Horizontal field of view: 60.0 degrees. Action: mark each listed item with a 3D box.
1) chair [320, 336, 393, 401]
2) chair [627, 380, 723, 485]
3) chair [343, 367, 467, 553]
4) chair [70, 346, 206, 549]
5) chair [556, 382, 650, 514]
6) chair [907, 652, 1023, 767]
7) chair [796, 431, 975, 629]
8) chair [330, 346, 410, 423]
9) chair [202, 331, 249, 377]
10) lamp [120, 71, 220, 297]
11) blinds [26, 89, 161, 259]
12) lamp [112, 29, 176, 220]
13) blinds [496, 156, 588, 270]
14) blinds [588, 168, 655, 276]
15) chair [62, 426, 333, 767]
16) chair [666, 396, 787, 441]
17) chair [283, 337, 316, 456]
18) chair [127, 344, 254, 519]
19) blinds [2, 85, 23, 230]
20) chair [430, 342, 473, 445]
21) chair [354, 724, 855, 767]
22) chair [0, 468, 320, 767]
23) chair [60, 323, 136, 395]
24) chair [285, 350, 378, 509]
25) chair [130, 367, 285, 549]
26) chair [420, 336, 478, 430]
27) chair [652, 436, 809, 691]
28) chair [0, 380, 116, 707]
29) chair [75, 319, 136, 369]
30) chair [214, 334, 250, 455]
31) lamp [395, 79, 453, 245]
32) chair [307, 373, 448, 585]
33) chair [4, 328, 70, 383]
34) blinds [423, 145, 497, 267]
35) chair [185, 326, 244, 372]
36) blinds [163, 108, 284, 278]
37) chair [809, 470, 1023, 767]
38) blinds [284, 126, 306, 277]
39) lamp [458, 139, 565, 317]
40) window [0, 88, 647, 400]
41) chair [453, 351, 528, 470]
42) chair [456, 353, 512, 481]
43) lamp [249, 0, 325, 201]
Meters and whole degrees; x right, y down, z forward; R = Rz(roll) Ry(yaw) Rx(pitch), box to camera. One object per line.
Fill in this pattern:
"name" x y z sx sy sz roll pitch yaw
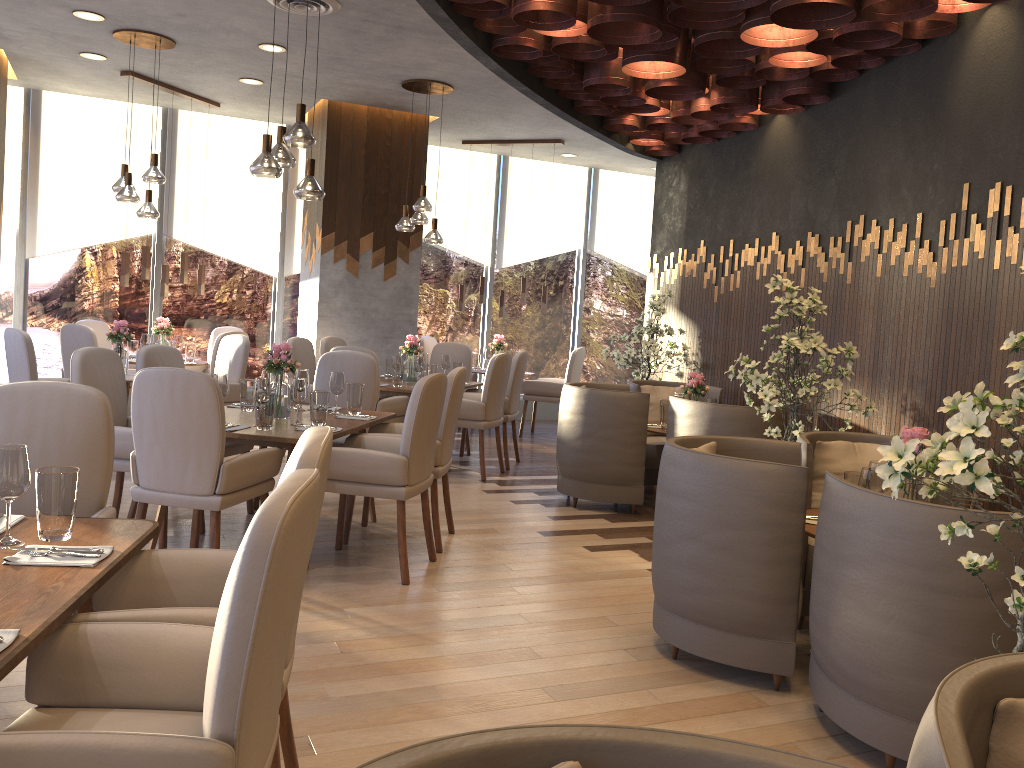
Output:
"chair" -1.440 0.083 8.095 0.600 0.999 0.529 5 3 19
"chair" 1.202 0.411 7.055 0.774 0.836 0.596 3 3 -14
"chair" -0.585 0.381 5.007 0.600 0.999 0.529 4 3 5
"chair" -1.978 0.321 4.672 0.600 0.999 0.529 4 3 7
"chair" 0.617 0.432 6.331 0.595 0.836 0.776 3 4 -4
"chair" 0.866 0.859 1.138 0.775 0.836 0.596 5 3 16
"chair" 1.630 0.673 4.091 0.774 0.836 0.596 4 3 6
"chair" -1.124 0.203 6.836 0.528 0.999 0.600 5 3 19
"chair" -2.761 0.001 8.084 0.600 0.999 0.528 5 3 22
"lamp" -3.196 -1.777 8.258 0.118 1.928 1.162 5 3 21
"blinds" -4.162 -2.544 8.888 1.173 2.677 0.007 2 3 -24
"lamp" -2.797 -1.929 6.681 0.439 1.324 0.440 3 3 -17
"blinds" 0.423 -2.700 10.914 1.173 2.677 0.007 2 3 -24
"blinds" 1.562 -2.669 11.422 1.173 2.677 0.007 2 3 -24
"chair" -0.769 0.594 2.171 0.599 0.999 0.529 3 3 -12
"chair" 1.407 0.532 5.692 0.774 0.836 0.596 3 3 -9
"chair" -1.609 0.115 7.556 0.600 0.999 0.529 4 3 14
"chair" -1.878 0.283 5.228 0.600 0.999 0.529 4 3 12
"blinds" -5.285 -2.858 8.366 1.173 2.677 0.007 2 3 -24
"chair" -0.668 0.105 8.426 0.528 0.999 0.600 4 3 14
"chair" 0.027 0.836 0.763 0.596 0.836 0.775 5 4 26
"chair" -0.681 0.645 1.609 0.599 0.999 0.529 3 3 -5
"chair" -3.592 -0.023 7.736 0.529 0.999 0.600 5 3 26
"chair" -1.147 0.294 5.666 0.528 0.999 0.600 4 3 7
"chair" -1.396 0.409 4.016 0.528 0.999 0.600 4 3 12
"chair" -0.748 -0.029 10.055 0.600 0.999 0.529 5 3 18
"chair" 0.868 0.666 3.576 0.596 0.836 0.775 5 4 16
"chair" -1.490 0.512 2.641 0.528 0.999 0.601 3 3 -10
"chair" -3.868 -0.104 8.529 0.600 0.999 0.529 5 3 19
"chair" -2.489 0.089 7.191 0.529 0.999 0.599 6 4 43
"lamp" -0.759 -1.872 7.572 0.439 1.324 0.440 1 4 -39
"chair" -0.664 0.421 4.444 0.600 0.999 0.529 4 3 12
"chair" -3.294 0.105 6.354 0.529 0.999 0.599 6 4 42
"blinds" -0.715 -2.754 10.404 1.173 2.677 0.007 2 3 -24
"chair" -3.041 -0.082 8.904 0.529 0.999 0.600 5 3 23
"blinds" -3.025 -2.506 9.396 1.173 2.677 0.007 2 3 -24
"chair" 1.364 0.759 2.790 0.774 0.836 0.596 4 3 11
"blinds" -1.886 -2.493 9.904 1.173 2.677 0.007 2 3 -24
"lamp" -0.055 -1.698 9.751 1.162 1.928 0.118 5 3 21
"window" -3.428 -1.249 6.272 8.067 3.194 16.137 5 5 21
"chair" -0.195 0.191 7.717 0.600 0.999 0.529 4 3 12
"chair" -0.344 0.225 7.168 0.600 0.999 0.529 5 3 19
"lamp" -1.176 -1.675 4.759 0.439 1.324 0.440 3 3 -19
